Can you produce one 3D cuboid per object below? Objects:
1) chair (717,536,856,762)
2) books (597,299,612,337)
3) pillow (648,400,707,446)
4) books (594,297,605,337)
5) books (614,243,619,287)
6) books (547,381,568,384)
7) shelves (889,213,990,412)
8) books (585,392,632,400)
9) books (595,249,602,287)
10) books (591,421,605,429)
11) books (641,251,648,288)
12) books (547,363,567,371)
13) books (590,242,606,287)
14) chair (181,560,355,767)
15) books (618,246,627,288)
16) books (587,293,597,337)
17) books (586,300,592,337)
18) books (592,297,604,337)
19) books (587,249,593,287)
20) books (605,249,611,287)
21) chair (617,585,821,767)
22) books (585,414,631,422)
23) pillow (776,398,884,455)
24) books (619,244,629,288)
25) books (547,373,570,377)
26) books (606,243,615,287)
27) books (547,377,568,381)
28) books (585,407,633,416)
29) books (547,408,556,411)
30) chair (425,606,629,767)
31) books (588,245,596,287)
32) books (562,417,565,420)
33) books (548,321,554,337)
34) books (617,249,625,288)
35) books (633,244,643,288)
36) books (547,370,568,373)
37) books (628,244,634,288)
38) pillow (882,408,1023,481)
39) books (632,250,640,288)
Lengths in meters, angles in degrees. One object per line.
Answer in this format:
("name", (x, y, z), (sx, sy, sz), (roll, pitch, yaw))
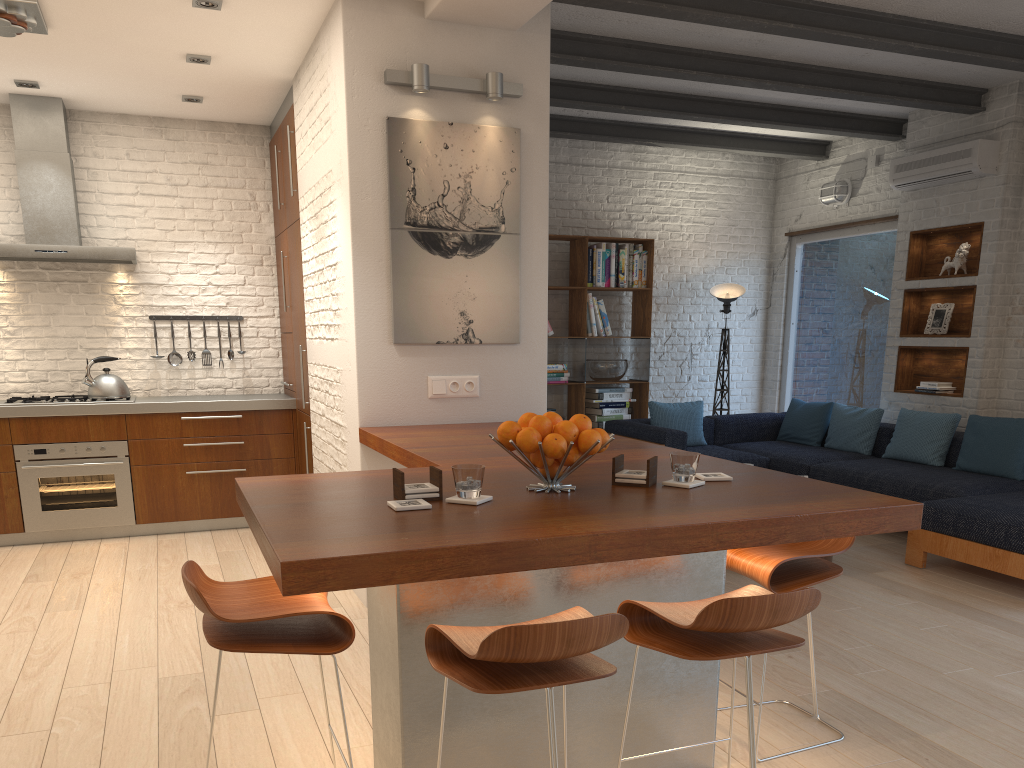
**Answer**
("chair", (0.913, 0.831, 3.005), (0.421, 0.799, 0.392), (-4, 12, -21))
("books", (0.789, -0.600, 7.945), (0.157, 0.339, 0.247), (-5, 11, -22))
("pillow", (1.426, 0.345, 7.500), (0.553, 0.422, 0.217), (-3, 11, -22))
("books", (0.739, -0.609, 7.938), (0.124, 0.359, 0.264), (-5, 11, -22))
("books", (0.886, -1.062, 7.880), (0.036, 0.395, 0.237), (-5, 12, -22))
("books", (0.289, -0.019, 7.885), (0.354, 0.021, 0.266), (-1, 4, -21))
("shelves", (3.362, -0.528, 6.773), (0.191, 1.472, 0.746), (-5, 12, -22))
("books", (0.900, 0.105, 8.162), (0.377, 0.066, 0.239), (-2, 4, -27))
("books", (0.724, -1.030, 7.816), (0.055, 0.340, 0.247), (-5, 11, -22))
("books", (0.901, 0.371, 8.201), (0.377, 0.066, 0.239), (-2, 4, -27))
("books", (1.154, -1.041, 8.007), (0.055, 0.340, 0.247), (-5, 11, -22))
("books", (0.295, -0.153, 7.861), (0.325, 0.057, 0.249), (-1, 4, -19))
("books", (0.766, -1.059, 7.829), (0.036, 0.395, 0.237), (-5, 12, -22))
("chair", (-0.671, 0.867, 2.395), (0.421, 0.799, 0.392), (-4, 12, -21))
("books", (0.965, -1.050, 7.914), (0.020, 0.370, 0.264), (-5, 11, -22))
("books", (0.676, -0.623, 7.890), (0.103, 0.395, 0.237), (-5, 12, -22))
("books", (0.633, -0.624, 7.898), (0.101, 0.396, 0.237), (-5, 12, -22))
("books", (0.722, -0.608, 7.922), (0.124, 0.359, 0.264), (-5, 11, -22))
("books", (0.645, -1.030, 7.805), (0.055, 0.340, 0.247), (-5, 11, -22))
("books", (0.804, -1.033, 7.866), (0.055, 0.340, 0.247), (-5, 11, -22))
("chair", (0.547, 0.872, 2.301), (0.403, 0.799, 0.410), (-4, 12, -21))
("books", (0.893, 0.309, 8.204), (0.361, 0.057, 0.276), (-1, 4, -19))
("pillow", (2.697, 0.357, 7.459), (0.242, 0.410, 1.081), (-5, 6, -23))
("books", (0.987, -1.065, 7.933), (0.036, 0.395, 0.237), (-5, 12, -22))
("books", (0.296, -0.084, 7.858), (0.377, 0.037, 0.239), (-2, 4, -28))
("books", (0.855, -1.061, 7.858), (0.036, 0.395, 0.237), (-5, 12, -22))
("books", (0.283, -0.048, 7.869), (0.377, 0.037, 0.239), (-2, 4, -26))
("books", (0.909, 0.249, 8.179), (0.376, 0.066, 0.240), (-2, 5, -34))
("books", (0.253, 0.234, 7.936), (0.251, 0.017, 0.158), (-1, 4, -21))
("chair", (0.046, 0.883, 2.109), (0.403, 0.799, 0.410), (-4, 12, -21))
("books", (0.681, -1.045, 7.814), (0.020, 0.370, 0.264), (-5, 11, -22))
("books", (0.255, 0.314, 7.945), (0.377, 0.019, 0.239), (-2, 4, -29))
("books", (0.236, -0.585, 7.758), (0.194, 0.329, 0.247), (-4, 10, -21))
("books", (0.935, -1.035, 7.890), (0.055, 0.340, 0.247), (-5, 11, -22))
("books", (1.114, -1.067, 7.968), (0.036, 0.395, 0.237), (-5, 12, -22))
("books", (0.286, -0.114, 7.869), (0.354, 0.021, 0.266), (-1, 4, -23))
("books", (1.027, -1.065, 7.935), (0.036, 0.395, 0.237), (-5, 12, -22))
("pillow", (3.182, 0.403, 6.227), (0.253, 0.428, 1.183), (-4, 6, -22))
("books", (1.072, -1.038, 7.952), (0.055, 0.340, 0.247), (-5, 11, -22))
